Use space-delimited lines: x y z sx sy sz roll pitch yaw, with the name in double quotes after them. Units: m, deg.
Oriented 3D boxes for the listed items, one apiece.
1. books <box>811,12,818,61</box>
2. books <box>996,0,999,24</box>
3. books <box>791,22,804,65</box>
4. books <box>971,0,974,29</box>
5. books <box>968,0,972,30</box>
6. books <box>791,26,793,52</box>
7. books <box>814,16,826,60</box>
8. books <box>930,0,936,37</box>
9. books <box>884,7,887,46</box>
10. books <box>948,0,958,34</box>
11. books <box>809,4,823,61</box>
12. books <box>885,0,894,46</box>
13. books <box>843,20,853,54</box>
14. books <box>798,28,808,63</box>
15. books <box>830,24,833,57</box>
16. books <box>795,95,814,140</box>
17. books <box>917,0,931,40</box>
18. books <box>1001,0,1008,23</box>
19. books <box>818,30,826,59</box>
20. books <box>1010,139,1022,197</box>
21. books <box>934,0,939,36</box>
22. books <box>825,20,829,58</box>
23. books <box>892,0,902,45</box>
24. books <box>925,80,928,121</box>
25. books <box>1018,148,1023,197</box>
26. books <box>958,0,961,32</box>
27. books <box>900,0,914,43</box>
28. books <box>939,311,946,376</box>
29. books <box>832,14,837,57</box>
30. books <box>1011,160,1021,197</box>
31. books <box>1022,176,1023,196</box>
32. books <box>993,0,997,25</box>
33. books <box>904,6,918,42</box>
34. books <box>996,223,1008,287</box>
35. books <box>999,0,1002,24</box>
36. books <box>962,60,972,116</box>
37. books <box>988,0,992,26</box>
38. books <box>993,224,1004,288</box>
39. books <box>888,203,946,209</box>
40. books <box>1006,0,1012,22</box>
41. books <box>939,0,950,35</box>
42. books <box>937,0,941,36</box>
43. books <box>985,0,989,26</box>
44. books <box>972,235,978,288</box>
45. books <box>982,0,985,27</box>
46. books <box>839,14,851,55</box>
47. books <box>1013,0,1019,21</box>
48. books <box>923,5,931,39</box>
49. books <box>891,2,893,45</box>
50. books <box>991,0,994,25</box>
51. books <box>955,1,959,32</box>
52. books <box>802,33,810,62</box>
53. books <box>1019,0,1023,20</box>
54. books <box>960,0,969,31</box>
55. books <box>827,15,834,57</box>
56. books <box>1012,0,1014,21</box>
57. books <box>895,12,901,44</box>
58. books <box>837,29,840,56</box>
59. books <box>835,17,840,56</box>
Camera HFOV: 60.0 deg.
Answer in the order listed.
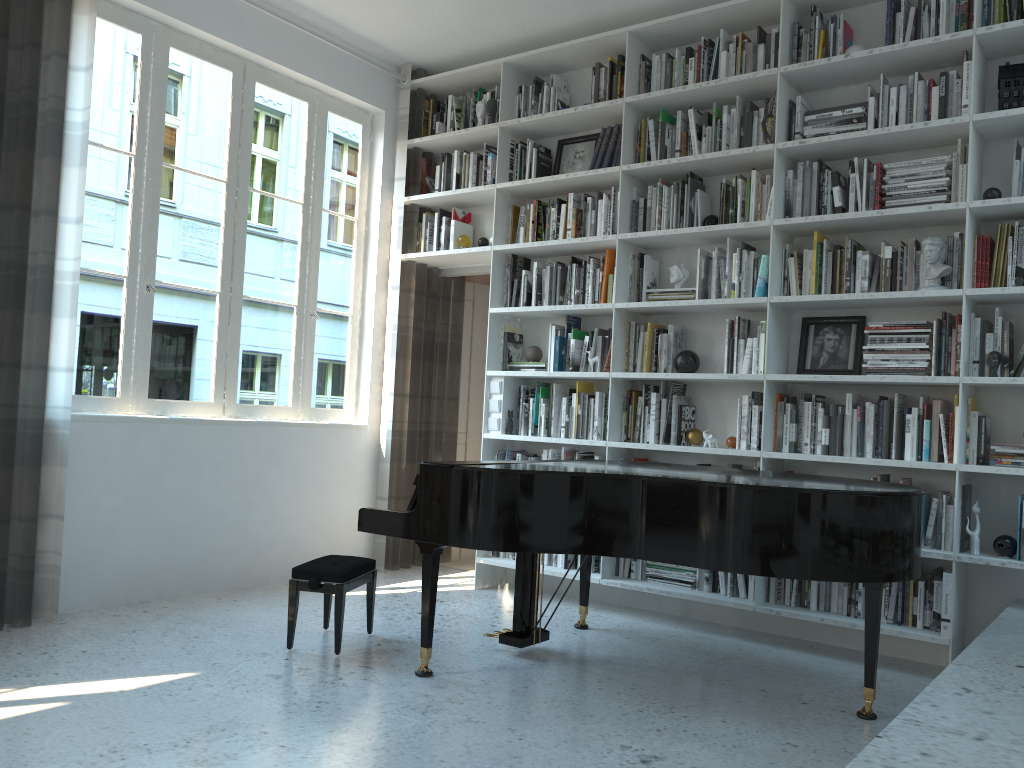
1.499 -1.645 4.343 0.010 0.296 0.153 2 -2 36 "books"
2.121 -1.604 3.849 0.007 0.239 0.191 2 -2 36 "books"
1.424 -1.626 4.379 0.026 0.253 0.185 2 -2 36 "books"
2.055 -1.604 3.928 0.014 0.238 0.153 2 -2 36 "books"
2.049 -1.606 3.943 0.014 0.244 0.145 2 -2 36 "books"
1.420 -1.626 4.406 0.012 0.254 0.161 2 -2 36 "books"
1.506 -1.630 4.318 0.011 0.265 0.163 2 -2 36 "books"
1.926 -1.606 4.018 0.023 0.236 0.154 2 -2 36 "books"
1.769 -1.614 4.149 0.012 0.245 0.151 2 -2 36 "books"
1.995 -1.602 3.995 0.026 0.233 0.137 2 -2 36 "books"
1.493 -1.668 4.355 0.014 0.341 0.145 2 -2 36 "books"
1.770 -1.638 4.128 0.014 0.292 0.176 2 -2 36 "books"
1.617 -1.612 4.271 0.004 0.235 0.137 2 -2 36 "books"
1.454 -1.612 4.380 0.023 0.227 0.157 2 -2 36 "books"
1.566 -1.606 4.284 0.016 0.219 0.144 2 -2 36 "books"
1.430 -1.258 4.340 0.021 0.249 0.191 2 -2 36 "books"
1.888 -1.623 4.065 0.028 0.270 0.140 2 -2 36 "books"
2.148 -1.622 3.864 0.007 0.279 0.150 2 -2 36 "books"
1.526 -1.595 4.317 0.023 0.195 0.172 2 -2 36 "books"
2.165 -0.891 3.811 0.018 0.285 0.159 2 -2 36 "books"
1.931 -1.624 3.997 0.010 0.270 0.180 2 -2 36 "books"
1.551 -1.620 4.309 0.014 0.248 0.139 2 -2 36 "books"
1.793 -1.639 4.120 0.011 0.296 0.157 2 -2 36 "books"
1.900 -1.240 4.031 0.011 0.239 0.139 2 -2 36 "books"
2.189 -0.868 3.791 0.024 0.242 0.159 2 -2 36 "books"
2.017 -1.639 3.966 0.012 0.308 0.138 2 -2 36 "books"
1.821 -1.656 4.088 0.010 0.331 0.186 2 -2 36 "books"
1.930 -0.167 3.953 0.011 0.299 0.130 2 -2 36 "books"
1.574 -1.624 4.276 0.005 0.255 0.168 2 -2 36 "books"
2.160 -0.841 3.785 0.028 0.185 0.181 2 -2 36 "books"
2.200 -0.872 3.777 0.028 0.250 0.164 2 -2 36 "books"
2.126 -1.579 3.876 0.015 0.192 0.160 2 -2 36 "books"
1.845 -1.595 4.073 0.050 0.211 0.173 2 -2 36 "books"
2.110 -0.529 3.804 0.035 0.293 0.145 2 -2 36 "books"
2.136 -1.613 3.858 0.006 0.259 0.166 2 -2 36 "books"
2.005 -1.241 3.859 0.037 0.237 0.272 2 -2 36 "books"
2.114 -1.585 3.898 0.016 0.204 0.143 2 -2 36 "books"
2.109 -0.528 3.824 0.035 0.293 0.145 2 -2 36 "books"
1.848 -0.787 4.029 0.254 0.012 0.161 1 -3 39 "books"
2.158 -1.613 3.844 0.034 0.261 0.157 2 -2 36 "books"
1.949 -1.589 3.974 0.023 0.202 0.193 2 -2 36 "books"
1.945 -1.596 3.998 0.012 0.217 0.179 2 -2 36 "books"
2.094 -1.624 3.889 0.008 0.278 0.170 2 -2 36 "books"
2.037 -0.510 3.880 0.014 0.254 0.161 2 -2 36 "books"
2.096 -1.626 3.910 0.012 0.285 0.159 2 -2 36 "books"
1.600 -1.623 4.260 0.011 0.256 0.143 2 -2 36 "books"
2.178 -1.600 3.816 0.015 0.233 0.171 2 -2 36 "books"
1.899 -1.590 4.031 0.033 0.203 0.166 2 -2 36 "books"
1.789 -1.624 4.133 0.011 0.267 0.129 2 -2 36 "books"
2.115 -1.633 3.879 0.007 0.298 0.181 2 -2 36 "books"
2.007 -1.587 3.978 0.014 0.204 0.135 2 -2 36 "books"
1.465 -1.596 4.355 0.026 0.194 0.166 2 -2 36 "books"
2.208 -1.612 3.839 0.007 0.264 0.133 2 -2 36 "books"
2.026 -1.607 3.947 0.028 0.244 0.161 2 -2 36 "books"
1.558 -1.628 4.296 0.013 0.264 0.147 2 -2 36 "books"
2.180 -1.613 3.838 0.008 0.262 0.142 2 -2 36 "books"
1.814 -1.594 4.117 0.031 0.208 0.147 2 -2 36 "books"
1.594 -1.588 4.271 0.010 0.186 0.152 2 -2 36 "books"
1.592 -1.619 4.286 0.013 0.249 0.148 2 -2 36 "books"
